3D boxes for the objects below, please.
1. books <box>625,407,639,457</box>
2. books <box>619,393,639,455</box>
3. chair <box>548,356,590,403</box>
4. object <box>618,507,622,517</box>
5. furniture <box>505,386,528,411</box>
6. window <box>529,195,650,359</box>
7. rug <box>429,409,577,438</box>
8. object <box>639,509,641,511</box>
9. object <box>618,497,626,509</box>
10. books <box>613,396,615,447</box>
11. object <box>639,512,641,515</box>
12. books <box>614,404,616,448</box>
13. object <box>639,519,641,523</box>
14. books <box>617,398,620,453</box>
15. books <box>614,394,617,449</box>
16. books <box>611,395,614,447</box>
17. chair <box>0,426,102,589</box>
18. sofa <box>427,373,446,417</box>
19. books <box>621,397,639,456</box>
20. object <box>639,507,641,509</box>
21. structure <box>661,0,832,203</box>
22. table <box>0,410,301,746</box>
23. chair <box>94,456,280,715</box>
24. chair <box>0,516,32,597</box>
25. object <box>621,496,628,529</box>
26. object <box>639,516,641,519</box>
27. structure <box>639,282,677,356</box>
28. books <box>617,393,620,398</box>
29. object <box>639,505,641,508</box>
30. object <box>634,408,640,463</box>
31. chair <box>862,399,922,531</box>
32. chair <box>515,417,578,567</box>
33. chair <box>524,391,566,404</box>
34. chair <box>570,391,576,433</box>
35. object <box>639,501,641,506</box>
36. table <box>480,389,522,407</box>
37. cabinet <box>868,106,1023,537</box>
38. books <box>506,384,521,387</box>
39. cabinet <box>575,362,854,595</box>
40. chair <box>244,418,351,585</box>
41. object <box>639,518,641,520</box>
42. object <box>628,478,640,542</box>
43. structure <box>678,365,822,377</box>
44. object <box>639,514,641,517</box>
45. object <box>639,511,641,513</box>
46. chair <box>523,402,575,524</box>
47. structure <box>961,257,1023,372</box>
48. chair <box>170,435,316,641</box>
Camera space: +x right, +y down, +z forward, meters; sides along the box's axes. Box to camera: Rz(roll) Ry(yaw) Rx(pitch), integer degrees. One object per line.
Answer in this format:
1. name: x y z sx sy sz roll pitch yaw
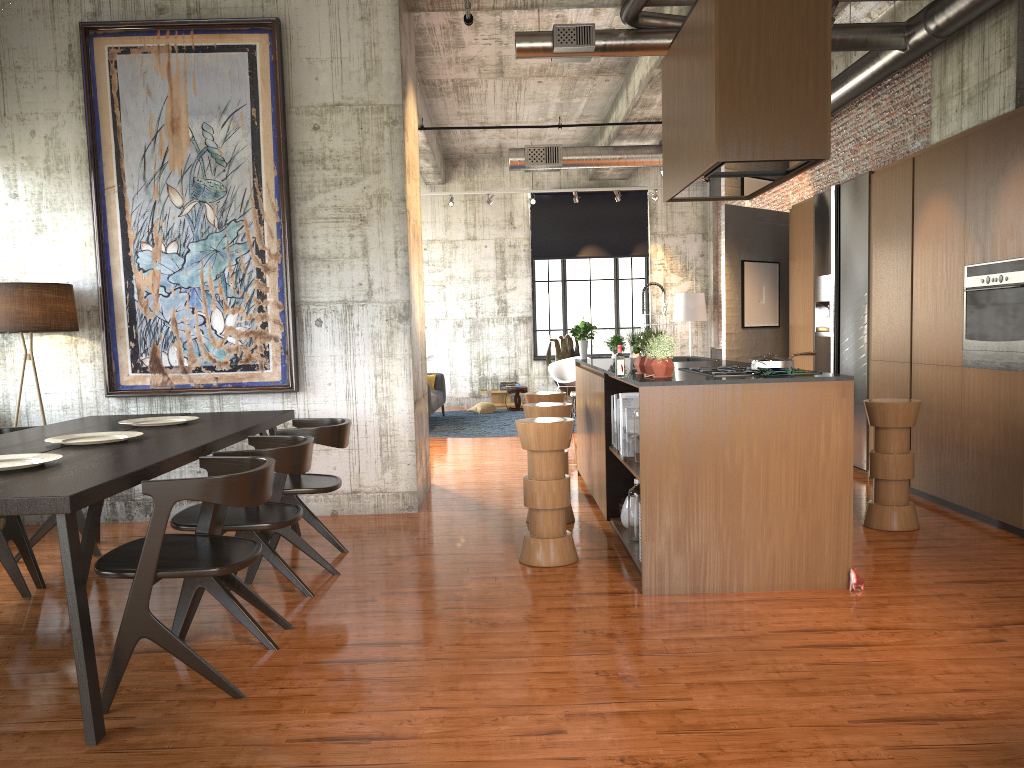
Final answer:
1. books: 0.933 0.339 6.273 0.246 0.348 0.084 -2 5 -1
2. books: 0.923 0.284 6.389 0.284 0.445 0.059 -2 5 -1
3. chair: 1.195 -0.017 17.497 1.057 1.033 0.805 2 6 38
4. object: 0.926 0.999 6.802 0.216 0.105 0.215 -1 4 10
5. furniture: 0.109 0.283 17.657 0.431 0.478 0.431 3 6 44
6. window: 1.662 -2.247 18.837 2.579 3.445 0.050 -2 5 -1
7. rug: -0.200 0.651 15.680 4.838 0.009 4.842 -5 5 -44
8. object: 0.951 0.795 5.534 0.314 0.031 0.314 -4 4 -31
9. object: 0.924 0.945 6.795 0.216 0.128 0.217 -2 4 -5
10. books: 0.921 0.285 6.812 0.284 0.393 0.036 -2 5 -1
11. object: 0.952 0.818 5.536 0.314 0.029 0.314 -4 4 -37
12. books: 0.925 0.283 6.776 0.284 0.402 0.036 -2 5 -1
13. object: 0.953 0.864 5.540 0.314 0.032 0.314 -4 4 -38
14. books: 0.915 0.301 6.513 0.284 0.397 0.036 -2 5 -1
15. books: 0.926 0.281 6.686 0.293 0.416 0.101 -2 5 -1
16. books: 0.910 0.281 6.850 0.284 0.397 0.036 -2 5 -1
17. chair: -3.357 0.818 6.119 0.769 0.996 0.876 -2 4 -1
18. sofa: -1.939 0.297 15.349 1.362 0.863 2.996 -2 4 1
19. books: 0.932 0.303 6.310 0.293 0.416 0.101 -2 5 -1
20. object: 0.950 0.782 5.533 0.314 0.030 0.314 -4 4 -37
21. structure: 1.467 -1.892 5.832 0.663 1.129 1.625 -2 4 -1
22. table: -2.490 0.839 5.230 1.638 1.009 3.693 -2 4 -1
23. chair: -1.490 0.882 4.153 0.769 0.996 0.876 -2 4 0
24. chair: -3.334 0.877 5.107 0.769 0.996 0.876 -2 4 0
25. object: 0.892 0.946 6.531 0.181 0.244 0.181 -6 6 -43
26. object: 0.952 0.841 5.538 0.314 0.033 0.313 1 4 35
27. structure: 1.409 -0.611 8.556 0.360 0.751 0.168 -2 5 -1
28. books: 0.924 0.282 6.556 0.284 0.430 0.049 -2 5 -1
29. object: 0.950 0.768 5.531 0.314 0.033 0.314 -4 4 -38
30. object: 0.893 0.315 5.991 0.137 0.433 0.137 -1 5 11
31. chair: 2.901 0.607 6.777 0.411 0.965 0.408 1 6 29
32. chair: 0.238 0.725 6.056 0.409 0.965 0.410 -4 5 -22
33. chair: 0.334 0.567 8.655 0.409 0.965 0.410 -4 5 -22
34. chair: 1.348 0.318 13.839 0.875 0.795 1.040 -2 4 0
35. object: 0.950 0.755 5.530 0.314 0.033 0.314 -4 4 -32
36. table: -0.229 0.302 18.572 0.875 0.360 0.474 -2 4 -1
37. cabinet: 4.010 -0.418 6.138 0.859 3.053 5.328 -2 4 -1
38. books: 0.068 0.031 17.661 0.300 0.043 0.228 -3 4 -27
39. cabinet: 1.344 0.489 7.354 1.245 1.247 4.349 -2 4 -1
40. chair: -1.477 0.765 6.105 0.769 0.996 0.876 -2 4 -4
41. object: 0.953 0.852 5.539 0.314 0.034 0.314 -4 4 -36
42. object: 0.877 0.873 6.168 0.137 0.433 0.137 -1 5 11
43. structure: 1.572 -0.096 6.008 0.678 0.019 1.094 -2 3 -1
44. object: 0.952 0.829 5.537 0.314 0.032 0.313 1 4 36
45. object: 0.951 0.806 5.535 0.314 0.034 0.314 -4 4 -36
46. chair: 0.305 0.648 7.314 0.409 0.965 0.410 -4 5 -22
47. structure: 3.548 -0.506 6.573 0.079 0.797 0.857 -2 4 -1
48. chair: -1.503 0.829 5.050 0.769 0.996 0.876 -2 4 -1
